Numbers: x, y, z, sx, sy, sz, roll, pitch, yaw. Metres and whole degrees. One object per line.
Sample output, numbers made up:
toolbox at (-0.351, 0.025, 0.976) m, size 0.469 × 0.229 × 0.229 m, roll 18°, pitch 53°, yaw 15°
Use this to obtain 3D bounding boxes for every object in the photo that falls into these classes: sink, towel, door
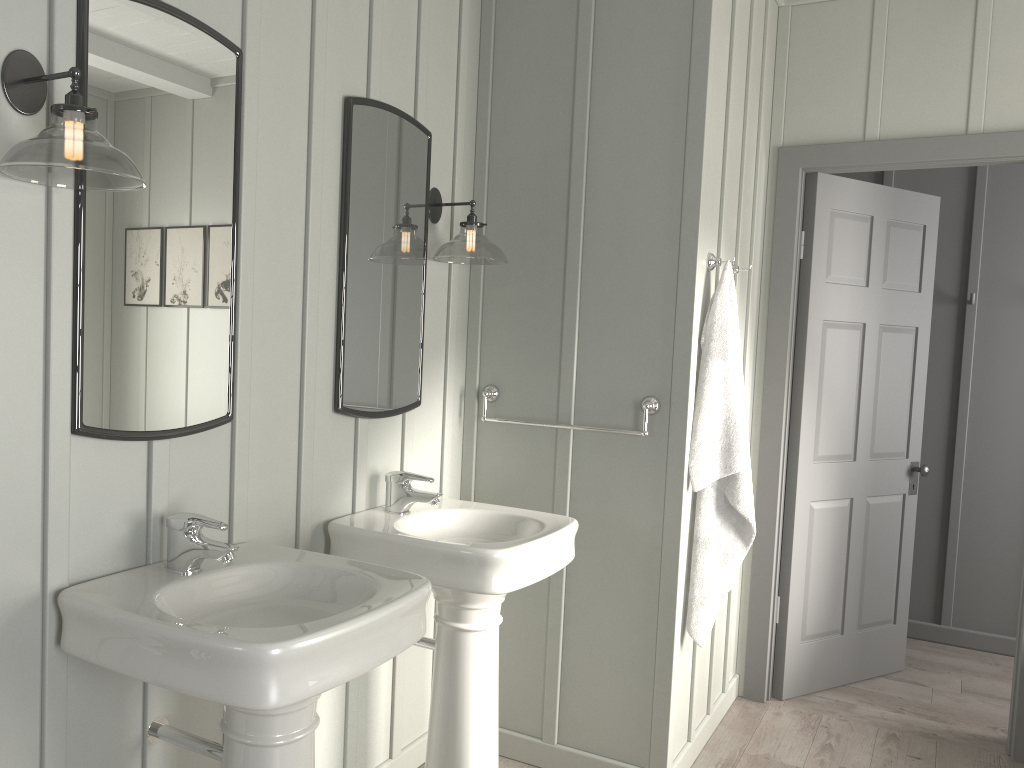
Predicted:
sink at (-0.161, 0.767, 2.464) m, size 0.584 × 1.015 × 0.552 m, roll 4°, pitch 4°, yaw 28°
towel at (0.678, 0.222, 2.759) m, size 0.166 × 1.206 × 0.308 m, roll 5°, pitch 4°, yaw 32°
sink at (-0.515, 0.784, 1.761) m, size 0.584 × 1.015 × 0.552 m, roll 4°, pitch 4°, yaw 28°
door at (-0.210, 0.254, 0.730) m, size 4.386 × 2.199 × 7.543 m, roll 4°, pitch 3°, yaw 27°

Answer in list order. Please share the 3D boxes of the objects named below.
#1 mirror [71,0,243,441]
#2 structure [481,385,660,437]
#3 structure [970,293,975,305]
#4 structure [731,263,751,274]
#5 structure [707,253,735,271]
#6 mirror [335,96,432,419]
mirror at (-0.712, -0.324, 1.811) m, size 0.015 × 0.885 × 0.411 m, roll 5°, pitch 4°, yaw 27°
structure at (0.164, 0.082, 2.811) m, size 0.620 × 0.123 × 0.053 m, roll 4°, pitch 4°, yaw 29°
structure at (2.220, -0.407, 4.262) m, size 0.020 × 0.051 × 0.131 m, roll 4°, pitch 3°, yaw 27°
structure at (0.761, -0.384, 2.962) m, size 0.082 × 0.056 × 0.055 m, roll 4°, pitch 4°, yaw 28°
structure at (0.650, -0.378, 2.743) m, size 0.082 × 0.056 × 0.055 m, roll 4°, pitch 4°, yaw 28°
mirror at (-0.356, -0.342, 2.519) m, size 0.015 × 0.885 × 0.411 m, roll 5°, pitch 4°, yaw 27°
